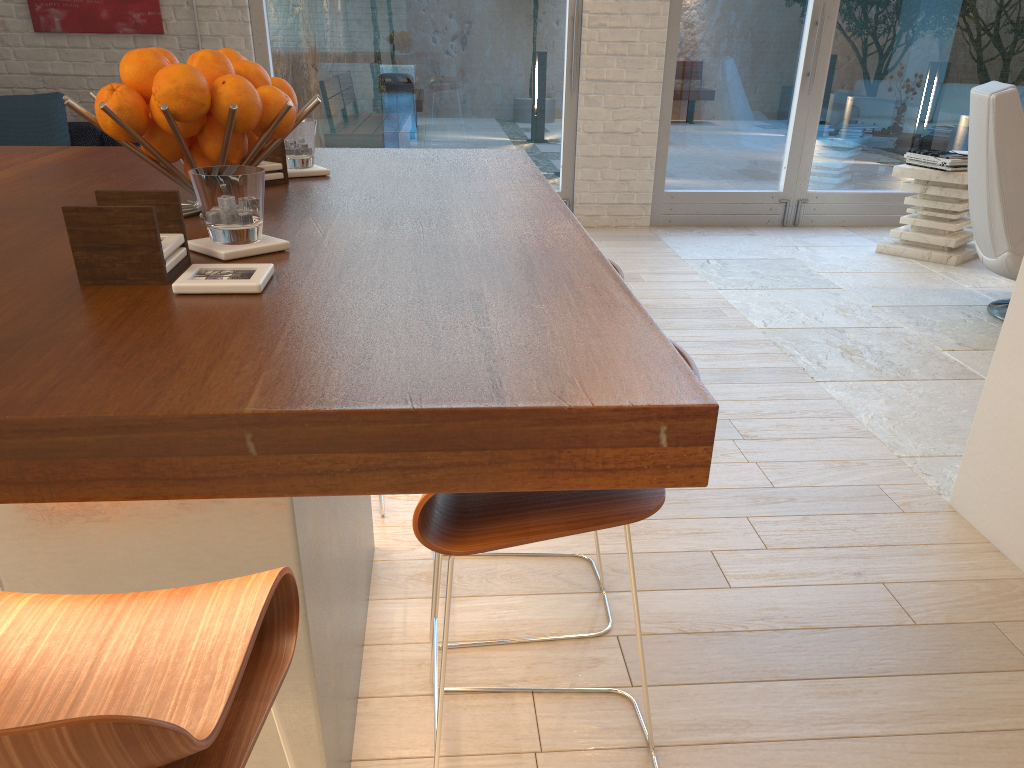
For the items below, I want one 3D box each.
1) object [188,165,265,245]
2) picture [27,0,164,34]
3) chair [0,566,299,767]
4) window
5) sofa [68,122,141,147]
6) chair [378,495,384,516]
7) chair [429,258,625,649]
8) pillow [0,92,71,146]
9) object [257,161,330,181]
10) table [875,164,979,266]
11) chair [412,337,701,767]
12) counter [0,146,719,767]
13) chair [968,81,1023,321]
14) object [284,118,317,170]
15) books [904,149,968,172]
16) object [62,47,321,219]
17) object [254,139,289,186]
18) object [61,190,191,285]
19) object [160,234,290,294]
[{"bbox_3d":[-0.352,-0.223,1.096,0.091,0.091,0.084,-2,26,-7],"label":"object"},{"bbox_3d":[-2.446,-2.542,4.947,0.744,1.029,0.018,-1,28,-4],"label":"picture"},{"bbox_3d":[-0.430,0.533,0.915,0.405,0.830,0.391,-1,27,-4],"label":"chair"},{"bbox_3d":[0.297,-4.199,4.624,12.333,6.893,0.598,-1,28,-4],"label":"window"},{"bbox_3d":[-3.277,-0.904,4.479,3.949,0.713,1.931,-1,23,-4],"label":"sofa"},{"bbox_3d":[-0.566,-0.064,2.376,0.405,0.830,0.391,-1,27,-4],"label":"chair"},{"bbox_3d":[0.019,0.141,1.896,0.423,0.830,0.375,-1,27,-4],"label":"chair"},{"bbox_3d":[-3.123,-1.429,4.953,1.211,0.449,0.236,-1,27,-5],"label":"pillow"},{"bbox_3d":[-0.452,-0.429,1.701,0.198,0.037,0.367,1,22,-1],"label":"object"},{"bbox_3d":[2.623,-1.057,5.327,0.478,0.541,0.476,-22,34,-40],"label":"table"},{"bbox_3d":[0.062,0.329,1.435,0.423,0.830,0.375,-1,27,-4],"label":"chair"},{"bbox_3d":[-1.155,0.178,1.543,2.496,0.991,1.565,-1,24,-4],"label":"counter"},{"bbox_3d":[2.522,-0.805,4.002,0.969,1.090,0.956,6,26,11],"label":"chair"},{"bbox_3d":[-0.418,-0.463,1.681,0.091,0.091,0.085,5,26,9],"label":"object"},{"bbox_3d":[2.685,-1.335,5.184,0.564,0.086,0.364,-7,24,-19],"label":"books"},{"bbox_3d":[-0.466,-0.375,1.304,0.353,0.238,0.350,-18,30,-36],"label":"object"},{"bbox_3d":[-0.484,-0.406,1.575,0.091,0.088,0.110,21,31,36],"label":"object"},{"bbox_3d":[-0.435,-0.169,0.996,0.094,0.088,0.106,-1,25,-5],"label":"object"},{"bbox_3d":[-0.383,-0.162,1.047,0.205,0.037,0.266,-1,22,-4],"label":"object"}]
